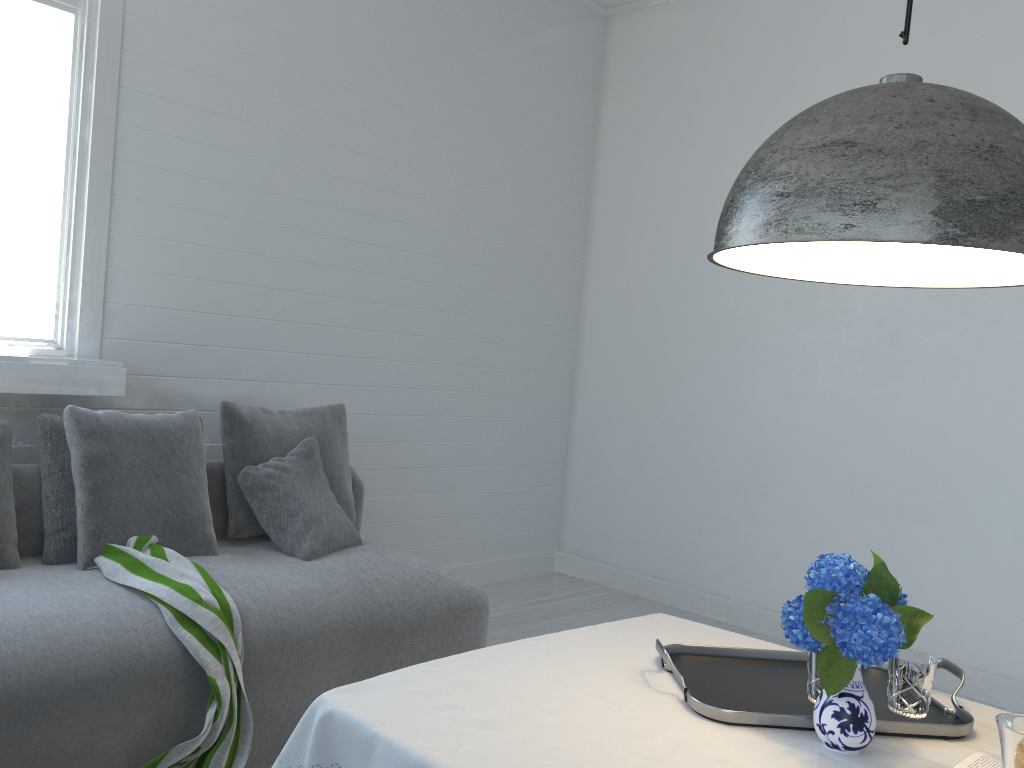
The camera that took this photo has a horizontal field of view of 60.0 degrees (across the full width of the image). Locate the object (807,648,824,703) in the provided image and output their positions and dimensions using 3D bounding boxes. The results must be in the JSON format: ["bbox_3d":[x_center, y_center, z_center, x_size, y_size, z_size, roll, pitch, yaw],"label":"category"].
[{"bbox_3d":[0.658,0.603,1.840,0.095,0.119,0.095,6,2,28],"label":"object"}]

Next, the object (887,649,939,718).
[{"bbox_3d":[0.820,0.617,1.825,0.096,0.119,0.095,4,2,-22],"label":"object"}]

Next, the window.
[{"bbox_3d":[-2.064,-1.190,3.033,0.378,2.400,1.483,8,3,44],"label":"window"}]

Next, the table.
[{"bbox_3d":[0.490,1.015,1.644,1.328,0.725,1.668,3,2,-45],"label":"table"}]

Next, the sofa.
[{"bbox_3d":[-0.812,0.852,2.029,3.390,0.899,3.409,7,2,44],"label":"sofa"}]

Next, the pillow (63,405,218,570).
[{"bbox_3d":[-1.364,0.379,3.282,0.295,0.573,0.509,7,3,44],"label":"pillow"}]

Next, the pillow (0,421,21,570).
[{"bbox_3d":[-1.951,0.384,2.871,0.278,0.522,0.639,7,3,43],"label":"pillow"}]

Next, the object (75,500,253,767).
[{"bbox_3d":[-1.112,0.783,2.690,0.623,0.834,1.579,4,2,-22],"label":"object"}]

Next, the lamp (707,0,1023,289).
[{"bbox_3d":[0.740,-1.222,1.515,0.600,2.046,0.600,6,3,15],"label":"lamp"}]

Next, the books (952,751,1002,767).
[{"bbox_3d":[0.964,0.678,1.462,0.422,0.049,0.300,4,2,-31],"label":"books"}]

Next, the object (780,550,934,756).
[{"bbox_3d":[0.613,0.486,1.624,0.266,0.377,0.236,3,3,-44],"label":"object"}]

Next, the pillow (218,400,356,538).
[{"bbox_3d":[-0.965,0.364,3.884,0.278,0.561,0.639,7,3,44],"label":"pillow"}]

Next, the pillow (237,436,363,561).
[{"bbox_3d":[-0.848,0.466,3.645,0.416,0.463,0.380,6,2,29],"label":"pillow"}]

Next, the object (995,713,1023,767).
[{"bbox_3d":[0.735,0.583,1.267,0.098,0.192,0.098,4,3,-26],"label":"object"}]

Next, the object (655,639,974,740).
[{"bbox_3d":[0.631,0.622,1.899,0.651,0.092,0.398,5,2,-4],"label":"object"}]

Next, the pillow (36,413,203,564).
[{"bbox_3d":[-1.461,0.385,3.391,0.280,0.521,0.641,7,3,44],"label":"pillow"}]
